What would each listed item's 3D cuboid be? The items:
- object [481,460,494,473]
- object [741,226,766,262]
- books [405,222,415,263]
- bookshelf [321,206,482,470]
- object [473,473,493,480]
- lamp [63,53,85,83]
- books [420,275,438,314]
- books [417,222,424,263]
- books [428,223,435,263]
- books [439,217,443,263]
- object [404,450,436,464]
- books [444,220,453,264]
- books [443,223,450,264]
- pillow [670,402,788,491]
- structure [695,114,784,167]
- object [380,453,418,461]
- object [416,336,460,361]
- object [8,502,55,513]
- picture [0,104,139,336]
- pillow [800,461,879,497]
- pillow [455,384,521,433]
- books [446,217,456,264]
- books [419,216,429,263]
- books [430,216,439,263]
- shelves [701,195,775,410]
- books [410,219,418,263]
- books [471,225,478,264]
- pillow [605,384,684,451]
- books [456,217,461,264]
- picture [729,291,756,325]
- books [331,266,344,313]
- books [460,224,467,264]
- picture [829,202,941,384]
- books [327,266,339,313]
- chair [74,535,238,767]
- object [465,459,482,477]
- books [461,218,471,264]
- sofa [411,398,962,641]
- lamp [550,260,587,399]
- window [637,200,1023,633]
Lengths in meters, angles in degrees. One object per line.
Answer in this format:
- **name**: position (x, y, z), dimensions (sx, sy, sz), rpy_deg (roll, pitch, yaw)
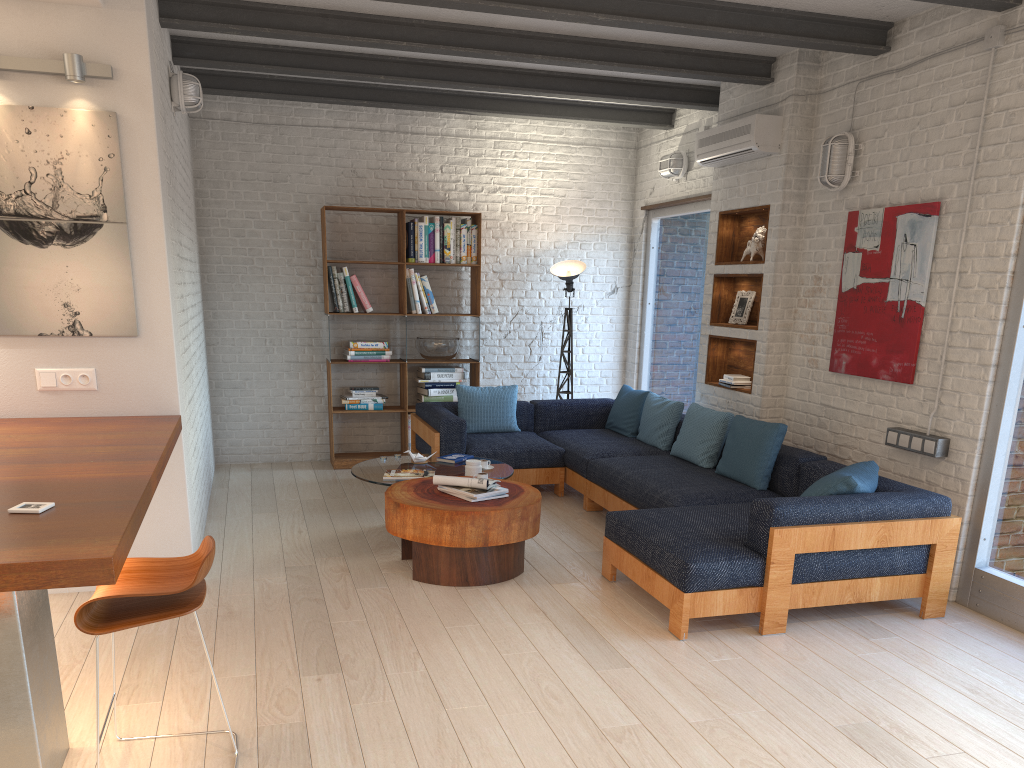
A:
- **object**: position (-0.172, 0.547, 5.772), dimensions (0.154, 0.059, 0.262), rpy_deg (-2, 8, -24)
- **object**: position (1.716, -0.986, 6.156), dimensions (0.112, 0.252, 0.207), rpy_deg (-1, 12, -9)
- **books**: position (-0.888, -1.218, 7.537), dimensions (0.055, 0.343, 0.245), rpy_deg (-4, 13, -16)
- **bookshelf**: position (-0.966, -0.371, 7.729), dimensions (1.315, 2.290, 0.350), rpy_deg (-3, 16, -15)
- **object**: position (-0.184, 0.567, 5.272), dimensions (0.145, 0.058, 0.170), rpy_deg (-3, 8, -27)
- **lamp**: position (-1.948, -1.405, 3.878), dimensions (0.079, 0.108, 0.076), rpy_deg (4, 13, 11)
- **books**: position (-0.750, -0.788, 7.685), dimensions (0.158, 0.342, 0.245), rpy_deg (-3, 13, -16)
- **books**: position (-0.809, -1.217, 7.541), dimensions (0.055, 0.343, 0.245), rpy_deg (-4, 13, -16)
- **books**: position (-0.724, -1.220, 7.584), dimensions (0.055, 0.343, 0.245), rpy_deg (-4, 13, -16)
- **books**: position (-0.640, -1.247, 7.590), dimensions (0.036, 0.399, 0.234), rpy_deg (-4, 14, -16)
- **object**: position (-0.631, 0.493, 5.997), dimensions (0.186, 0.095, 0.187), rpy_deg (3, 8, 9)
- **books**: position (-0.558, -1.234, 7.617), dimensions (0.020, 0.373, 0.261), rpy_deg (-4, 14, -17)
- **books**: position (-0.591, -1.218, 7.596), dimensions (0.055, 0.343, 0.245), rpy_deg (-4, 13, -16)
- **pillow**: position (1.427, 0.387, 5.846), dimensions (0.254, 0.432, 1.170), rpy_deg (-3, 9, -17)
- **structure**: position (1.531, -1.651, 5.965), dimensions (0.200, 0.228, 0.787), rpy_deg (-2, 8, -17)
- **object**: position (-0.799, 0.507, 6.133), dimensions (0.298, 0.028, 0.066), rpy_deg (-4, 9, -38)
- **object**: position (-0.667, -0.316, 7.865), dimensions (0.400, 0.209, 0.389), rpy_deg (5, 9, 25)
- **object**: position (-1.567, 0.364, 2.534), dimensions (0.395, 0.036, 0.191), rpy_deg (0, 7, -12)
- **picture**: position (-2.148, -0.740, 4.070), dimensions (0.654, 1.056, 0.019), rpy_deg (-2, 16, -15)
- **pillow**: position (1.700, 0.587, 4.598), dimensions (0.372, 0.341, 0.551), rpy_deg (8, 12, 33)
- **pillow**: position (-0.199, 0.207, 7.244), dimensions (0.554, 0.425, 0.214), rpy_deg (-2, 14, -17)
- **books**: position (-0.534, -1.250, 7.633), dimensions (0.036, 0.399, 0.234), rpy_deg (-4, 14, -16)
- **books**: position (-0.764, -1.246, 7.550), dimensions (0.036, 0.399, 0.234), rpy_deg (-4, 14, -16)
- **books**: position (-0.672, -1.246, 7.570), dimensions (0.036, 0.399, 0.234), rpy_deg (-4, 14, -16)
- **shelves**: position (1.698, -0.573, 6.319), dimensions (0.191, 1.484, 0.738), rpy_deg (-4, 15, -16)
- **books**: position (-0.851, -1.233, 7.542), dimensions (0.020, 0.373, 0.261), rpy_deg (-4, 14, -17)
- **books**: position (-0.362, -1.224, 7.693), dimensions (0.055, 0.343, 0.245), rpy_deg (-4, 13, -16)
- **pillow**: position (1.062, 0.262, 7.098), dimensions (0.243, 0.413, 1.069), rpy_deg (-3, 9, -18)
- **books**: position (-0.494, -1.249, 7.631), dimensions (0.036, 0.399, 0.234), rpy_deg (-4, 14, -16)
- **picture**: position (1.694, -0.557, 6.375), dimensions (0.102, 0.254, 0.187), rpy_deg (-6, 14, -25)
- **books**: position (-1.507, -0.811, 7.474), dimensions (0.091, 0.400, 0.234), rpy_deg (-3, 14, -16)
- **books**: position (-0.449, -1.221, 7.646), dimensions (0.055, 0.343, 0.245), rpy_deg (-4, 13, -16)
- **picture**: position (2.133, -0.519, 5.060), dimensions (0.019, 0.998, 0.715), rpy_deg (-4, 13, -17)
- **books**: position (-1.540, -0.810, 7.457), dimensions (0.091, 0.400, 0.234), rpy_deg (-3, 14, -16)
- **chair**: position (-1.152, 0.910, 2.883), dimensions (0.422, 0.806, 0.388), rpy_deg (-3, 15, -16)
- **object**: position (-0.246, 0.542, 5.558), dimensions (0.108, 0.112, 0.104), rpy_deg (1, 12, -1)
- **books**: position (-0.404, -1.249, 7.657), dimensions (0.036, 0.399, 0.234), rpy_deg (-4, 14, -16)
- **sofa**: position (0.685, 0.662, 5.925), dimensions (2.075, 0.686, 3.815), rpy_deg (-1, 7, -17)
- **lamp**: position (0.694, -0.168, 7.909), dimensions (0.496, 1.919, 0.848), rpy_deg (-13, 20, -43)
- **window**: position (3.244, -1.813, 2.165), dimensions (0.646, 6.645, 11.908), rpy_deg (-4, 10, -17)
